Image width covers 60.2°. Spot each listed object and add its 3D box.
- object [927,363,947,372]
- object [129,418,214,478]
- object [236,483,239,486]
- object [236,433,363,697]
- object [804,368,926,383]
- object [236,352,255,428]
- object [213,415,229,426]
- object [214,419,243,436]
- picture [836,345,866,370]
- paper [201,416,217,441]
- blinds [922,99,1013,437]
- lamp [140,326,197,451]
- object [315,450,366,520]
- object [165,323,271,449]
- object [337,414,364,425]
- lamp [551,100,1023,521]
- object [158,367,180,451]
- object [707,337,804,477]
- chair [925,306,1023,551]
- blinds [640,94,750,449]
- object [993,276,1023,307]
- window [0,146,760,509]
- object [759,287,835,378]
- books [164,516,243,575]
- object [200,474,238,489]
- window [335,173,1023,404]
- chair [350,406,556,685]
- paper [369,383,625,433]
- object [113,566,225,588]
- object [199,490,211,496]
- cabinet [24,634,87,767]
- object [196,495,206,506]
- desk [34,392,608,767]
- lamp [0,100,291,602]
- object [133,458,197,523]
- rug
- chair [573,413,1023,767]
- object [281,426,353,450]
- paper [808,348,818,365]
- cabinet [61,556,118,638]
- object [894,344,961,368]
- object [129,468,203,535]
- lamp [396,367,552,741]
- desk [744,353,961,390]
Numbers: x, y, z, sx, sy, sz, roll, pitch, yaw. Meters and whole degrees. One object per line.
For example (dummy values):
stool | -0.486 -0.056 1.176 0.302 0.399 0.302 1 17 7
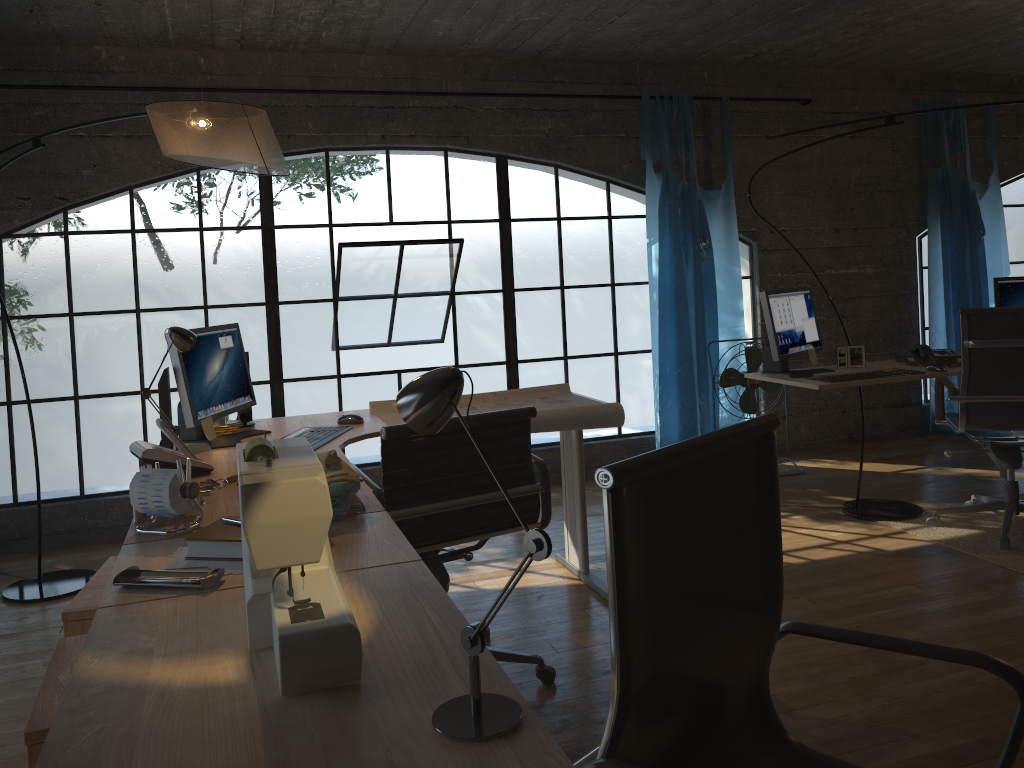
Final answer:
object | 1.874 -0.073 3.890 0.059 0.034 0.101 -4 6 -8
object | -0.960 0.173 2.482 0.191 0.164 0.169 -6 5 -33
object | -0.679 0.253 2.349 0.012 0.009 0.126 1 8 35
object | -0.321 0.227 1.286 0.137 0.283 0.404 -4 5 -18
object | 1.533 -0.039 3.836 0.491 0.011 0.188 -5 7 -18
object | -1.009 0.020 3.292 0.085 0.277 0.085 -3 2 -16
object | -1.096 0.126 3.166 0.144 0.032 0.152 -4 7 -13
object | -1.072 0.159 3.173 0.205 0.036 0.205 -5 7 -20
picture | 1.585 -0.127 4.149 0.159 0.104 0.032 -5 2 -17
paper | -0.979 0.145 2.857 0.019 0.074 0.079 -3 4 7
blinds | 3.185 -0.739 6.039 0.859 2.411 0.261 -3 2 -9
lamp | -1.035 0.033 2.661 0.105 0.408 0.208 -1 3 40
object | -0.464 0.227 1.980 0.256 0.129 0.254 -4 6 -15
object | -1.014 -0.002 3.015 0.285 0.389 0.473 -2 5 7
object | -0.591 0.129 3.239 0.101 0.034 0.059 -1 6 17
lamp | 0.451 -0.355 5.009 6.233 1.928 0.387 1 3 28
object | -1.092 0.087 2.778 0.085 0.277 0.085 -2 2 26
object | 1.406 0.119 5.402 0.490 0.799 0.583 -4 3 -13
chair | 2.192 0.150 3.959 0.652 1.012 0.688 -2 3 16
blinds | 1.127 -0.618 5.387 0.669 2.290 0.258 -4 2 -23
object | 2.528 -0.314 4.129 0.469 0.389 0.287 -1 4 22
window | -1.578 -0.232 3.671 3.184 1.862 6.993 1 7 32
object | 1.291 -0.243 4.053 0.285 0.389 0.472 0 6 42
books | -0.527 0.300 1.720 0.290 0.054 0.262 0 7 23
object | -0.779 0.254 2.326 0.097 0.024 0.108 -3 7 -4
window | 1.394 -0.587 5.299 12.293 1.844 3.923 -8 8 -39
chair | -0.268 0.503 2.701 0.655 0.856 0.686 -5 4 -31
paper | -0.078 0.114 3.396 0.853 0.113 0.584 -5 7 -18
object | -0.602 0.338 1.550 0.180 0.025 0.075 -1 7 12
object | -0.831 0.279 2.188 0.159 0.011 0.011 -6 5 -21
cabinet | -0.624 0.792 1.661 0.427 0.570 0.426 -4 4 -20
object | -0.803 0.280 2.110 0.132 0.026 0.132 -5 7 -18
desk | -0.004 0.642 1.963 1.638 0.735 3.525 -5 7 -17
lamp | -3.231 -0.132 4.685 6.237 1.927 0.387 2 4 37
object | -0.790 0.241 2.005 0.134 0.128 0.039 -5 2 -23
rug | 2.812 0.687 3.424 1.603 0.005 2.211 -5 7 -18
chair | 0.455 0.583 1.115 0.684 1.012 0.656 0 4 41
object | -0.686 0.185 2.907 0.187 0.011 0.494 -2 7 7
paper | 1.399 -0.127 4.097 0.018 0.074 0.078 -1 4 42
cabinet | -0.765 0.738 2.161 0.472 0.570 0.427 -4 3 -10
object | 1.972 -0.134 4.154 0.278 0.081 0.414 -1 7 14
object | -0.752 0.248 1.902 0.154 0.135 0.099 -1 4 17
lamp | -0.042 0.185 1.005 0.105 0.408 0.207 -4 3 -32
desk | 3.192 0.356 3.001 3.265 0.735 3.486 -5 7 -18
